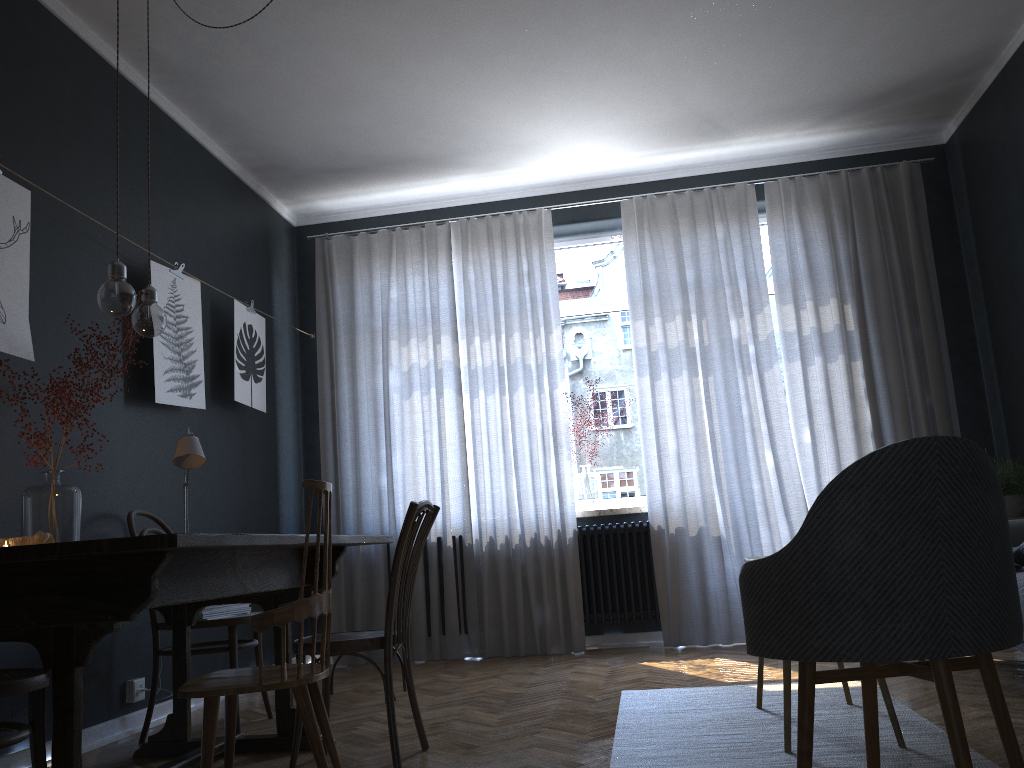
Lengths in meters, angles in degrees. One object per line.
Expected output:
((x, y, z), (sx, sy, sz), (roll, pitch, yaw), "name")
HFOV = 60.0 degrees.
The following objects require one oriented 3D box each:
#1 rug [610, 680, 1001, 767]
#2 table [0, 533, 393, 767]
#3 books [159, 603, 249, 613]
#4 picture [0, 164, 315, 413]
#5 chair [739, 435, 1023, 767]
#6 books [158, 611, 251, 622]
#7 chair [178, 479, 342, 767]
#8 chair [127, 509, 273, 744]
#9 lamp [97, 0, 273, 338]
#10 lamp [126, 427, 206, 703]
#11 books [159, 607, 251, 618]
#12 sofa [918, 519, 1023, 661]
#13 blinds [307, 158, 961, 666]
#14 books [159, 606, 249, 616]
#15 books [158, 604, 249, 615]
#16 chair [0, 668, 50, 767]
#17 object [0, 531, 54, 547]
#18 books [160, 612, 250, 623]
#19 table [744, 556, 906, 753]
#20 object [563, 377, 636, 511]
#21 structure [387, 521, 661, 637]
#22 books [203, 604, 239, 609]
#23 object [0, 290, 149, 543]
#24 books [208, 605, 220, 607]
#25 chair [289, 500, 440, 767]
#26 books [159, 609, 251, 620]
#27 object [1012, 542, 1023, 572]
((0.817, 1.106, 2.765), (1.004, 0.013, 2.016), (-6, -11, 8), "rug")
((-1.101, 0.853, 2.625), (1.126, 0.725, 1.608), (-6, -10, 8), "table")
((-1.269, 0.929, 3.678), (0.219, 0.006, 0.305), (-8, -11, 19), "books")
((-1.648, -0.341, 3.776), (0.058, 0.769, 4.468), (-6, -10, 8), "picture")
((0.895, 0.550, 2.024), (0.645, 0.809, 0.496), (-2, -10, -14), "chair")
((-1.264, 0.958, 3.662), (0.219, 0.007, 0.305), (-8, -11, 19), "books")
((-0.624, 0.688, 2.257), (0.384, 0.854, 0.457), (-3, -10, -7), "chair")
((-1.298, 0.965, 3.692), (0.549, 0.918, 0.439), (-5, -10, 5), "chair")
((-0.682, -1.052, 2.673), (1.593, 1.570, 0.583), (-12, -13, 38), "lamp")
((-1.345, 0.746, 3.585), (0.242, 1.066, 0.802), (3, -12, -37), "lamp")
((-1.264, 0.943, 3.665), (0.219, 0.013, 0.305), (-8, -11, 19), "books")
((2.095, 0.648, 2.996), (0.970, 0.796, 2.346), (-6, -10, 7), "sofa")
((0.711, 0.195, 5.503), (3.993, 2.781, 0.313), (-6, -10, 8), "blinds")
((-1.270, 0.939, 3.668), (0.219, 0.008, 0.289), (-8, -11, 21), "books")
((-1.271, 0.933, 3.669), (0.219, 0.008, 0.289), (-8, -11, 21), "books")
((-1.232, 0.615, 1.819), (0.438, 0.918, 0.550), (-6, -10, 10), "chair")
((-1.518, 0.485, 2.662), (0.252, 0.072, 0.254), (-7, -11, 14), "object")
((-1.263, 0.966, 3.663), (0.218, 0.008, 0.305), (-7, -11, 14), "books")
((0.987, 0.844, 2.919), (0.339, 0.548, 0.789), (-6, -10, 8), "table")
((0.490, 0.388, 5.598), (0.514, 0.807, 0.601), (-1, -10, -18), "object")
((0.106, 1.210, 5.499), (1.847, 0.599, 0.216), (-6, -10, 8), "structure")
((-1.267, 0.923, 3.675), (0.219, 0.008, 0.289), (-8, -11, 19), "books")
((-1.573, 0.123, 3.041), (0.638, 0.928, 0.558), (0, -11, -21), "object")
((-1.265, 0.916, 3.678), (0.218, 0.008, 0.305), (-8, -11, 18), "books")
((-0.472, 0.806, 2.886), (0.467, 0.818, 0.364), (-6, -10, 7), "chair")
((-1.264, 0.951, 3.665), (0.219, 0.008, 0.305), (-8, -11, 19), "books")
((1.879, 0.799, 3.597), (0.490, 0.328, 0.668), (-7, -11, 12), "object")
